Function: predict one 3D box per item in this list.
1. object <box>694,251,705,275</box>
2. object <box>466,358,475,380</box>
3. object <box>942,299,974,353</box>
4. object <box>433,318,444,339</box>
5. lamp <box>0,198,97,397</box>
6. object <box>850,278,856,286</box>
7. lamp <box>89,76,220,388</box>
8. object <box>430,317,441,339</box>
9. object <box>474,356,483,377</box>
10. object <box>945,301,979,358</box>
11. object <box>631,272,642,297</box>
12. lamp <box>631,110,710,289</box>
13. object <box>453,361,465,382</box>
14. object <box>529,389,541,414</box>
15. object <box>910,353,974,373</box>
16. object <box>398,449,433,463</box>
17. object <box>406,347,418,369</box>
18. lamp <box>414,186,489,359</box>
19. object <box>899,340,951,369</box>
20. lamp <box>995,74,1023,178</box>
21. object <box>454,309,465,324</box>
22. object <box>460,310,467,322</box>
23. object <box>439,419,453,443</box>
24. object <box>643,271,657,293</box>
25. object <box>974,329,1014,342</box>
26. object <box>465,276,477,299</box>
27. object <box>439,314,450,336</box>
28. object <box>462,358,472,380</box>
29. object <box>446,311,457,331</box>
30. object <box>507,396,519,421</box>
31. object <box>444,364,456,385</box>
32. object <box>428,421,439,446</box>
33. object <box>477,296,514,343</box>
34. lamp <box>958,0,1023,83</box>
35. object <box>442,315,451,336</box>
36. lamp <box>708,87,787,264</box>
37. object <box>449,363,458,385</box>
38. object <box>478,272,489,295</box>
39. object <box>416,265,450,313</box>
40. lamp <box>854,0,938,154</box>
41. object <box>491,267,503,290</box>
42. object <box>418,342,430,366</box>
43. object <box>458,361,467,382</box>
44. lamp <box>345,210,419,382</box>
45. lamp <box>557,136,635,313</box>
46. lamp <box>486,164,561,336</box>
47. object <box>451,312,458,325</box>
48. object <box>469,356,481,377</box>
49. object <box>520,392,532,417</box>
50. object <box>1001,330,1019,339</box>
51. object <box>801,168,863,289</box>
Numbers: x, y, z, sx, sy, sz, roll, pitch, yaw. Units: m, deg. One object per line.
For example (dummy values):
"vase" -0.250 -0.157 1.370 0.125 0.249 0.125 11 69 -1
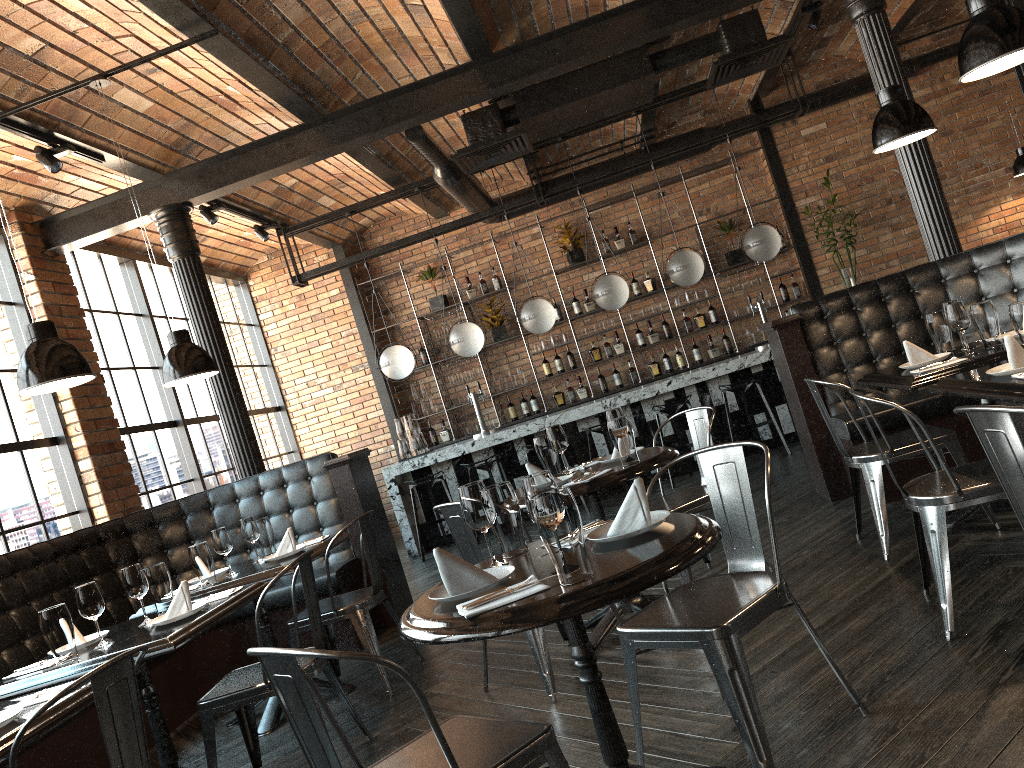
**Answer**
"object" 2.119 -1.365 10.100 0.086 0.297 0.086 -17 -1 -34
"object" -0.511 -0.179 10.544 0.092 0.244 0.092 -18 -1 13
"object" 2.107 -0.275 4.194 0.092 0.244 0.092 -18 -1 24
"object" -0.880 -0.663 10.578 0.092 0.244 0.092 -18 -1 13
"lamp" -2.062 -0.779 3.552 0.291 1.653 0.291 -18 -1 33
"object" 3.588 -0.911 8.995 0.319 0.397 0.316 -17 -1 -34
"lamp" -1.921 -0.811 4.645 0.291 1.653 0.291 -17 -1 -37
"object" -0.901 -0.658 10.414 0.092 0.244 0.092 -18 -1 13
"object" -0.413 -0.210 10.531 0.092 0.244 0.092 -18 -1 13
"object" 1.997 -0.243 3.937 0.092 0.244 0.092 -17 -1 -9
"object" 1.422 -1.145 10.224 0.086 0.298 0.086 -17 -1 -34
"lamp" 1.433 -1.743 8.366 0.340 1.754 0.340 -17 -1 -36
"object" -0.625 -0.145 10.394 0.092 0.244 0.092 -18 -1 13
"object" 0.258 0.203 10.389 0.086 0.298 0.086 -17 -1 -34
"object" 1.894 -0.092 3.902 0.255 0.019 0.157 -18 -1 8
"object" -0.956 0.714 8.832 0.273 0.019 0.437 -18 -1 7
"object" -1.202 -0.303 10.542 0.123 0.279 0.123 -17 -1 -4
"lamp" -0.645 -1.085 8.652 0.340 1.754 0.340 -17 -1 -36
"object" 1.921 -0.155 4.157 0.232 0.139 0.232 -17 -1 -34
"lamp" 5.001 -2.939 9.012 0.291 1.653 0.291 -17 -1 -17
"object" -0.606 -0.752 10.374 0.092 0.244 0.092 -18 -1 13
"object" -0.585 -0.757 10.537 0.092 0.244 0.092 -18 -1 13
"object" -0.793 0.547 10.513 0.123 0.279 0.123 -18 -1 21
"object" 1.576 -1.167 10.172 0.151 0.248 0.094 -18 -1 36
"object" 2.384 -0.242 4.310 0.255 0.019 0.157 -18 -1 3
"object" -0.492 -1.129 10.441 0.123 0.279 0.123 -17 -1 -4
"object" -0.797 -0.691 10.400 0.092 0.244 0.092 -18 -1 13
"object" -0.532 -0.175 10.381 0.092 0.244 0.092 -18 -1 13
"object" -0.704 -0.721 10.387 0.092 0.244 0.092 -18 -1 13
"object" -0.003 0.287 10.424 0.086 0.299 0.086 -17 -1 -34
"object" -0.729 -0.112 10.408 0.092 0.244 0.092 -18 -1 13
"object" -0.946 0.585 10.523 0.086 0.297 0.086 -18 -1 41
"object" -0.190 -0.753 10.384 0.430 0.526 0.425 -18 -1 20
"lamp" 1.451 -1.891 3.067 0.291 1.653 0.291 -17 -1 -38
"object" -0.776 -0.696 10.563 0.092 0.244 0.092 -18 -1 13
"lamp" 2.126 -1.963 8.270 0.340 1.754 0.340 -17 -1 -36
"object" -0.708 -0.117 10.571 0.092 0.244 0.092 -18 -1 13
"object" -0.344 -1.179 10.420 0.083 0.282 0.083 -17 -1 -7
"object" -0.919 -1.138 10.521 0.377 0.554 0.422 -17 -1 -5
"lamp" 1.591 -1.922 4.160 0.291 1.653 0.291 -17 -1 -37
"object" -0.187 -1.228 10.398 0.083 0.282 0.083 -18 -1 23
"object" -1.057 -0.361 10.538 0.086 0.299 0.086 -17 -1 -34
"object" -0.604 -0.150 10.557 0.092 0.244 0.092 -18 -1 13
"lamp" -1.338 -0.866 8.748 0.340 1.754 0.340 -17 -1 -36
"lamp" 0.740 -1.524 8.461 0.340 1.754 0.340 -17 -1 -36
"lamp" 0.048 -1.305 8.557 0.340 1.754 0.340 -17 -1 -36
"object" -0.683 -0.726 10.551 0.092 0.244 0.092 -18 -1 13
"object" -0.434 -0.206 10.367 0.092 0.244 0.092 -18 -1 13
"object" 0.149 0.238 10.428 0.086 0.298 0.086 -17 -1 -34
"object" 2.350 -0.291 4.083 0.232 0.139 0.232 -17 -1 -35
"object" 3.479 -1.479 9.360 0.673 1.546 0.584 -17 -1 -44
